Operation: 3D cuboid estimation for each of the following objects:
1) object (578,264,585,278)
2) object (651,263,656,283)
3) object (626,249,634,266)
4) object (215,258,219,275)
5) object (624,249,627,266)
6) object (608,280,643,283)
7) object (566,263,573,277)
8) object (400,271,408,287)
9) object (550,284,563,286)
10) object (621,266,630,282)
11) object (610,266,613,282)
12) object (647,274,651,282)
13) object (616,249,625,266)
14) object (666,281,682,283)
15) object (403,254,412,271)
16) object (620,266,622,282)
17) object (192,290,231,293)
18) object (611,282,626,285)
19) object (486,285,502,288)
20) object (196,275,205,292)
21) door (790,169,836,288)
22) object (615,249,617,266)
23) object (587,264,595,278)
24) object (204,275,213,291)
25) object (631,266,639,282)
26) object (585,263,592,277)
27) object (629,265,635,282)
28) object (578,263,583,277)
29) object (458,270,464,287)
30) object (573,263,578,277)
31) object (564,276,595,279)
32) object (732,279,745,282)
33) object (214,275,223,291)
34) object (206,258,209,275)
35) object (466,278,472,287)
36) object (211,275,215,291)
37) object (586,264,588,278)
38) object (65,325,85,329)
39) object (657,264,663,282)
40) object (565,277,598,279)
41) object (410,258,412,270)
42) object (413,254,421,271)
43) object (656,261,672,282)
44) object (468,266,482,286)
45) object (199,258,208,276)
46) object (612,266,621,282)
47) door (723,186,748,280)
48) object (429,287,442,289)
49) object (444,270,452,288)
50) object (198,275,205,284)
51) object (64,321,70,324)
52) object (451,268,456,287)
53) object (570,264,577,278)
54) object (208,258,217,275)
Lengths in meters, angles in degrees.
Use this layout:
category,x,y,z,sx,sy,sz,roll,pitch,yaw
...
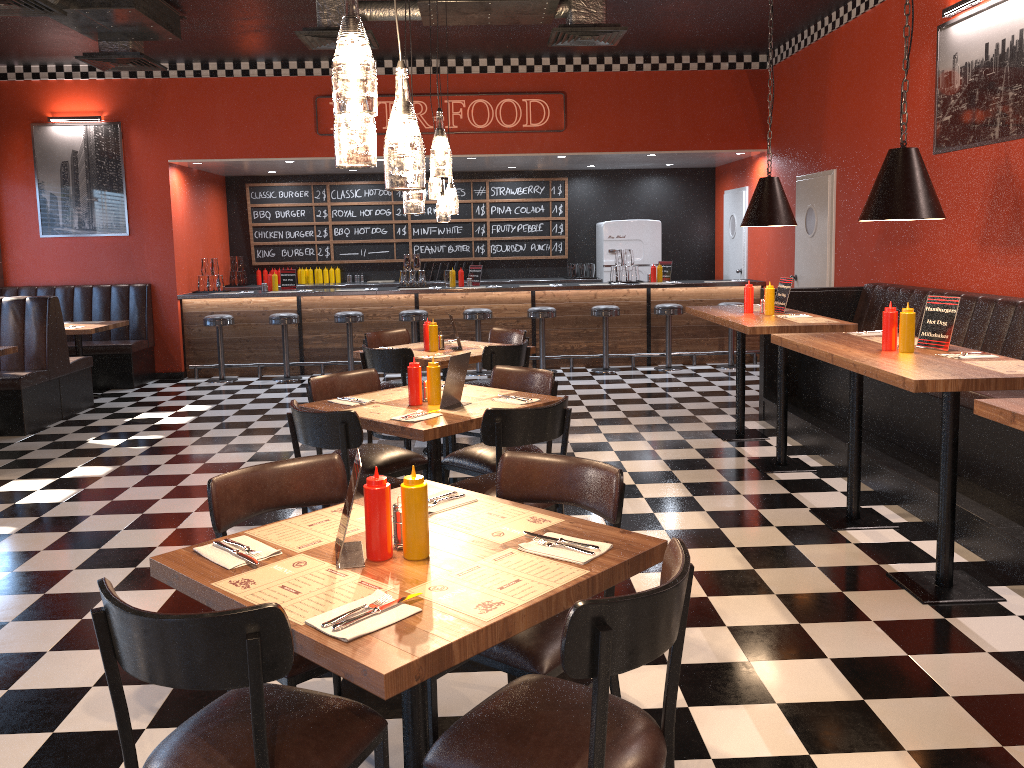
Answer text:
category,x,y,z,sx,sy,sz,roll,pitch,yaw
object,0.977,-1.580,12.431,0.105,0.208,0.106,6,10,43
object,1.764,-1.384,11.037,0.068,0.236,0.068,3,8,29
object,1.476,-1.582,11.082,0.105,0.208,0.106,6,10,43
object,-3.696,-1.460,11.011,0.105,0.208,0.106,-3,8,-17
object,1.466,-1.600,11.193,0.105,0.208,0.106,6,10,43
object,1.436,-1.289,11.178,0.437,0.018,0.274,-2,9,-2
object,0.833,-1.637,12.796,0.105,0.208,0.106,6,10,43
object,-1.347,-1.301,11.019,0.105,0.208,0.106,6,10,43
object,0.540,-1.216,10.846,0.157,0.019,0.256,-1,9,-1
object,1.420,-1.374,11.106,0.105,0.208,0.106,6,10,43
object,1.293,-1.391,11.222,0.105,0.208,0.106,6,10,43
object,1.746,-1.347,11.138,0.094,0.135,0.047,-2,7,-7
object,1.358,-1.581,11.090,0.105,0.208,0.106,6,10,43
object,1.990,-1.260,10.928,0.157,0.019,0.256,-2,9,-7
object,-1.300,-1.509,10.996,0.105,0.208,0.106,6,10,43
object,1.409,-1.392,11.214,0.105,0.208,0.106,6,10,43
object,-3.725,-1.149,10.996,0.437,0.018,0.274,-2,9,-2
object,1.309,-1.237,10.877,0.157,0.019,0.256,-2,9,-6
object,-0.209,-1.189,10.782,0.157,0.019,0.256,1,10,13
object,-3.851,-1.233,10.931,0.105,0.208,0.106,-3,8,-17
door,3.100,-1.079,9.179,0.161,2.167,1.032,-1,7,-2
object,1.350,-1.595,11.180,0.105,0.208,0.106,6,10,43
object,1.107,-1.575,12.384,0.105,0.208,0.106,6,10,43
object,-3.741,-1.235,10.924,0.105,0.208,0.106,-3,8,-17
object,1.543,-1.377,11.103,0.105,0.208,0.106,6,10,43
object,1.105,-1.629,12.713,0.105,0.208,0.106,6,10,43
object,1.528,-1.395,11.219,0.105,0.208,0.106,6,10,43
object,0.974,-1.642,12.811,0.105,0.208,0.106,6,10,43
object,-0.632,-1.330,11.020,0.068,0.236,0.068,0,7,11
object,0.901,-1.621,12.693,0.105,0.208,0.106,6,10,43
object,0.963,-1.539,12.771,0.437,0.018,0.274,-2,9,-2
object,2.801,-1.282,10.956,0.157,0.019,0.256,0,9,8
object,-3.618,-1.237,10.921,0.105,0.208,0.106,-3,8,-17
object,-3.812,-1.455,10.998,0.105,0.208,0.106,-3,8,-17
object,-0.526,-1.270,10.960,0.047,0.135,0.094,-8,10,-42
object,-3.753,-1.252,11.032,0.105,0.208,0.106,-3,8,-17
object,1.095,-1.593,12.498,0.105,0.208,0.106,6,10,43
object,-4.458,-0.584,9.027,0.157,0.019,0.256,-2,9,-3
object,1.848,-1.392,11.078,0.068,0.236,0.068,-6,8,-33
object,0.983,-1.491,12.470,0.437,0.018,0.274,-2,9,-2
object,-1.308,-1.523,11.086,0.105,0.208,0.106,6,10,43
object,-1.182,-1.510,10.989,0.105,0.208,0.106,6,10,43
object,1.925,-1.423,11.196,0.188,0.255,0.072,4,9,33
object,-0.463,-1.346,11.038,0.188,0.255,0.072,4,9,33
object,-3.804,-1.441,10.908,0.105,0.208,0.106,-3,8,-17
object,1.311,-1.373,11.113,0.105,0.208,0.106,6,10,43
door,2.993,-1.533,11.967,0.161,2.167,1.032,-1,7,-2
object,-0.934,-1.174,10.782,0.157,0.019,0.256,-2,9,-6
object,-0.786,-1.291,10.896,0.105,0.208,0.106,6,10,43
object,-3.868,-1.251,11.040,0.105,0.208,0.106,-3,8,-17
object,-4.884,-0.662,9.560,0.157,0.019,0.256,-2,9,-5
object,-0.739,-1.332,11.049,0.068,0.236,0.068,0,7,11
object,0.859,-1.569,12.379,0.105,0.208,0.106,6,10,43
object,-3.686,-1.442,10.900,0.105,0.208,0.106,-3,8,-17
